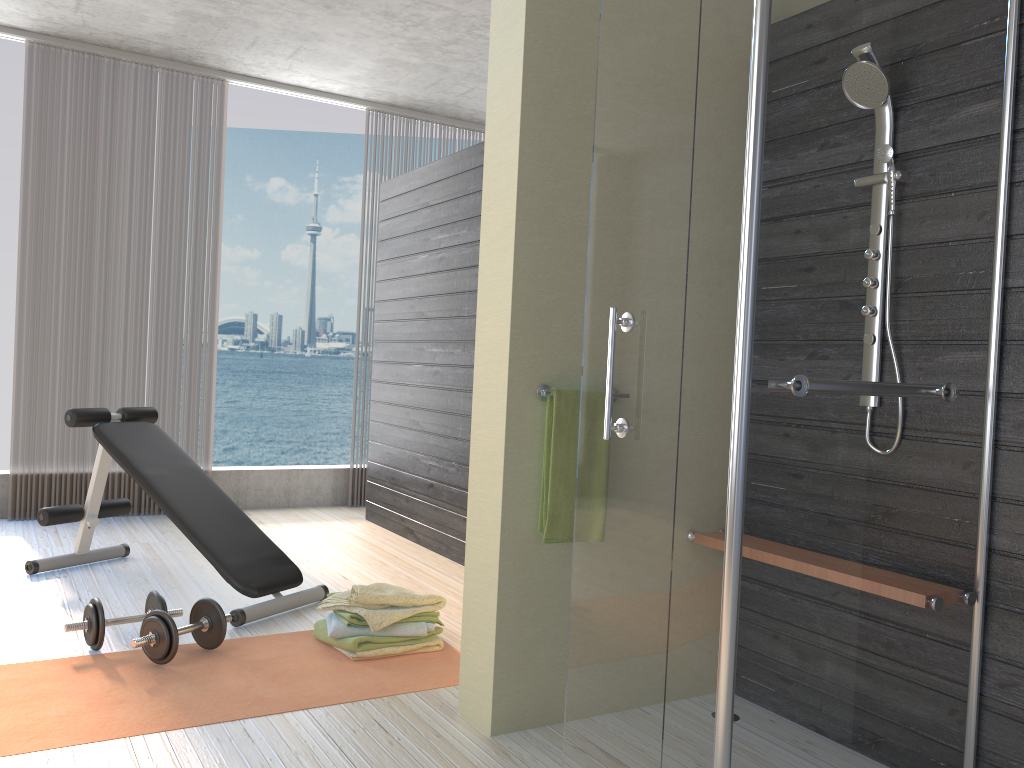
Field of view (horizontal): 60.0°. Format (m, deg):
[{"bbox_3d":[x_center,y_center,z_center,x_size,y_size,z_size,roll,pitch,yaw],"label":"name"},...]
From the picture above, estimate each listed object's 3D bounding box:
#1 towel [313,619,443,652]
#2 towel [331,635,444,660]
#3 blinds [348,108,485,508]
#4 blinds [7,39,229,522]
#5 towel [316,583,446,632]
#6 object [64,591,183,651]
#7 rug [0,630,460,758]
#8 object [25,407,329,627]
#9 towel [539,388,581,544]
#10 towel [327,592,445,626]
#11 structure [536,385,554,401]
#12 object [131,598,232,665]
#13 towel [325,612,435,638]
[{"bbox_3d":[-0.487,0.889,3.202,0.380,0.081,0.367,2,1,-33],"label":"towel"},{"bbox_3d":[-0.468,0.913,3.206,0.376,0.044,0.371,2,1,-32],"label":"towel"},{"bbox_3d":[-0.584,-0.506,6.368,1.133,2.744,0.069,2,1,-31],"label":"blinds"},{"bbox_3d":[-2.335,-0.570,5.335,1.133,2.744,0.069,2,1,-31],"label":"blinds"},{"bbox_3d":[-0.471,0.773,3.218,0.373,0.123,0.384,4,2,43],"label":"towel"},{"bbox_3d":[-1.330,0.813,3.054,0.385,0.176,0.176,2,1,-39],"label":"object"},{"bbox_3d":[-1.416,0.903,2.501,2.779,0.002,0.716,2,1,-31],"label":"rug"},{"bbox_3d":[-1.441,0.501,3.807,1.312,0.746,0.505,3,1,29],"label":"object"},{"bbox_3d":[0.188,0.230,2.495,0.214,0.433,0.070,2,1,-35],"label":"towel"},{"bbox_3d":[-0.464,0.827,3.245,0.376,0.085,0.371,2,1,-26],"label":"towel"},{"bbox_3d":[0.205,0.029,2.520,0.298,0.046,0.052,2,1,-31],"label":"structure"},{"bbox_3d":[-1.087,0.817,2.943,0.176,0.176,0.385,3,1,31],"label":"object"},{"bbox_3d":[-0.482,0.863,3.226,0.383,0.078,0.383,2,1,-14],"label":"towel"}]
